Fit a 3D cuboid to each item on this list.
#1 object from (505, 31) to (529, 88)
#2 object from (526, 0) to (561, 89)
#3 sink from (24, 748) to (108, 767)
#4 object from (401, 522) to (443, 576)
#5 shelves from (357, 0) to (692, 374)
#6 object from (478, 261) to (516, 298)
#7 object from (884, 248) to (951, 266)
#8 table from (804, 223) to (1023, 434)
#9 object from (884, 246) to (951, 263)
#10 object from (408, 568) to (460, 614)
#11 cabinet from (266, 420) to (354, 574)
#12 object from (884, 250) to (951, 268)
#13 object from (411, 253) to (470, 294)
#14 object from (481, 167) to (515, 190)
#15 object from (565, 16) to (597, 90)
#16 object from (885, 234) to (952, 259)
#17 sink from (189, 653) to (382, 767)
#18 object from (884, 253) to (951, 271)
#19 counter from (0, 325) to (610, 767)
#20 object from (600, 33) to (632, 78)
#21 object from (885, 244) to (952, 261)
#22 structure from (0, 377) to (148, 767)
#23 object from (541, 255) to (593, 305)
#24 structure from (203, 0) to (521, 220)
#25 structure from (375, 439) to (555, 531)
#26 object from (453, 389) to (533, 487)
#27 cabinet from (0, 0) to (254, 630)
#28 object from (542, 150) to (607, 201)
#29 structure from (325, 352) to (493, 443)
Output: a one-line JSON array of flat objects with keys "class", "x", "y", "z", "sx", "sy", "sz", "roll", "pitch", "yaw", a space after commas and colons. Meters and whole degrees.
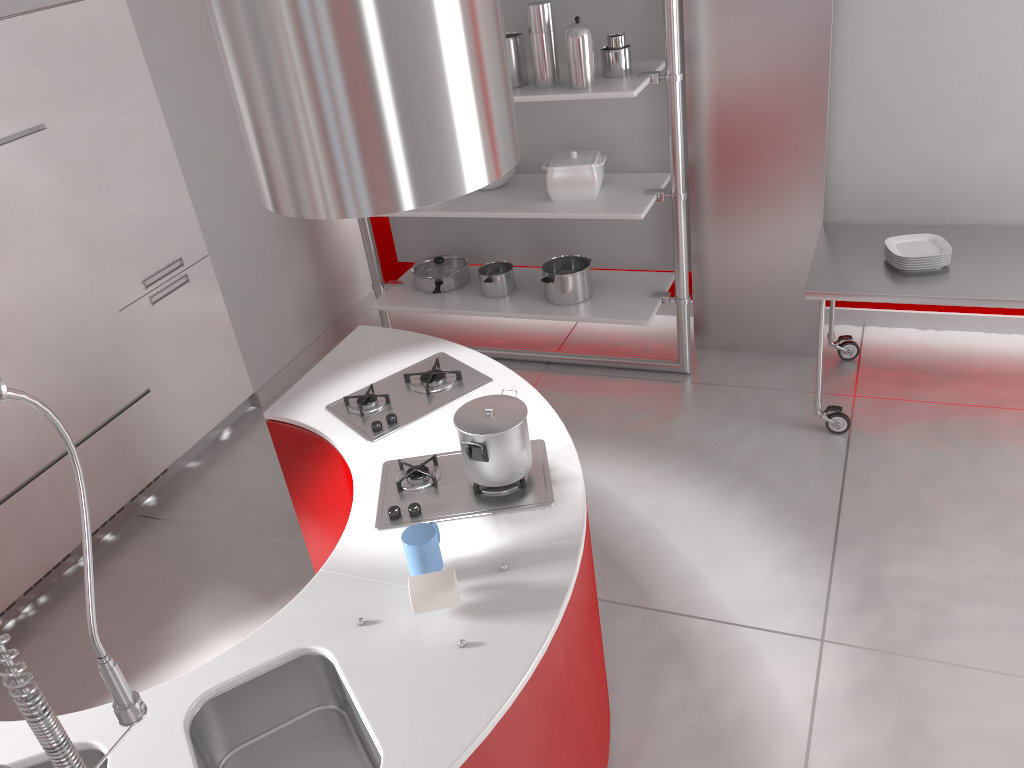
[{"class": "object", "x": -0.030, "y": -1.402, "z": 3.844, "sx": 0.184, "sy": 0.205, "sz": 0.172, "roll": 8, "pitch": 34, "yaw": 27}, {"class": "object", "x": 0.132, "y": -1.415, "z": 3.702, "sx": 0.109, "sy": 0.329, "sz": 0.110, "roll": 4, "pitch": 32, "yaw": 21}, {"class": "sink", "x": -0.878, "y": 0.920, "z": 1.628, "sx": 0.326, "sy": 0.172, "sz": 0.428, "roll": -15, "pitch": 31, "yaw": -11}, {"class": "object", "x": -0.205, "y": 0.373, "z": 2.033, "sx": 0.080, "sy": 0.100, "sz": 0.109, "roll": -9, "pitch": 30, "yaw": -1}, {"class": "shelves", "x": -0.079, "y": -1.237, "z": 4.047, "sx": 1.735, "sy": 2.599, "sz": 0.535, "roll": 5, "pitch": 33, "yaw": 23}, {"class": "object", "x": -0.075, "y": -0.528, "z": 4.483, "sx": 0.182, "sy": 0.122, "sz": 0.196, "roll": -17, "pitch": 31, "yaw": -14}, {"class": "object", "x": 1.616, "y": -0.517, "z": 3.542, "sx": 0.228, "sy": 0.020, "sz": 0.228, "roll": -5, "pitch": 30, "yaw": 7}, {"class": "table", "x": 2.061, "y": -0.187, "z": 3.602, "sx": 1.627, "sy": 0.682, "sz": 0.749, "roll": 6, "pitch": 33, "yaw": 23}, {"class": "object", "x": 1.615, "y": -0.525, "z": 3.536, "sx": 0.228, "sy": 0.020, "sz": 0.228, "roll": -5, "pitch": 30, "yaw": 7}, {"class": "object", "x": -0.170, "y": 0.440, "z": 1.927, "sx": 0.100, "sy": 0.080, "sz": 0.109, "roll": -11, "pitch": 30, "yaw": -3}, {"class": "cabinet", "x": -1.225, "y": 0.883, "z": 2.385, "sx": 1.875, "sy": 0.761, "sz": 1.025, "roll": -18, "pitch": 31, "yaw": -16}, {"class": "object", "x": 1.618, "y": -0.508, "z": 3.547, "sx": 0.228, "sy": 0.020, "sz": 0.228, "roll": -5, "pitch": 30, "yaw": 7}, {"class": "object", "x": -0.401, "y": -0.578, "z": 4.645, "sx": 0.308, "sy": 0.130, "sz": 0.407, "roll": 10, "pitch": 35, "yaw": 29}, {"class": "object", "x": -0.114, "y": -0.998, "z": 4.329, "sx": 0.272, "sy": 0.072, "sz": 0.272, "roll": -14, "pitch": 30, "yaw": -8}, {"class": "object", "x": 0.278, "y": -1.352, "z": 3.611, "sx": 0.115, "sy": 0.274, "sz": 0.115, "roll": 1, "pitch": 32, "yaw": 16}, {"class": "object", "x": 1.612, "y": -0.543, "z": 3.526, "sx": 0.228, "sy": 0.020, "sz": 0.228, "roll": -5, "pitch": 30, "yaw": 7}, {"class": "sink", "x": -0.434, "y": 0.772, "z": 1.763, "sx": 0.326, "sy": 0.172, "sz": 0.428, "roll": -22, "pitch": 33, "yaw": -21}, {"class": "object", "x": 1.619, "y": -0.499, "z": 3.552, "sx": 0.228, "sy": 0.020, "sz": 0.228, "roll": -5, "pitch": 30, "yaw": 7}, {"class": "counter", "x": -0.988, "y": 0.954, "z": 2.266, "sx": 2.865, "sy": 0.880, "sz": 1.868, "roll": -25, "pitch": 34, "yaw": -26}, {"class": "object", "x": 0.440, "y": -1.391, "z": 3.750, "sx": 0.127, "sy": 0.157, "sz": 0.127, "roll": 12, "pitch": 36, "yaw": 31}, {"class": "object", "x": 1.614, "y": -0.534, "z": 3.531, "sx": 0.228, "sy": 0.020, "sz": 0.228, "roll": -5, "pitch": 30, "yaw": 7}, {"class": "structure", "x": -0.682, "y": 0.426, "z": 1.290, "sx": 0.308, "sy": 0.920, "sz": 0.178, "roll": -19, "pitch": 32, "yaw": -17}, {"class": "object", "x": 0.271, "y": -0.507, "z": 4.316, "sx": 0.240, "sy": 0.161, "sz": 0.259, "roll": -4, "pitch": 30, "yaw": 8}, {"class": "structure", "x": -0.361, "y": -0.928, "z": 1.951, "sx": 0.644, "sy": 0.958, "sz": 0.644, "roll": -13, "pitch": 30, "yaw": -6}, {"class": "structure", "x": -0.129, "y": 0.246, "z": 2.331, "sx": 0.457, "sy": 0.037, "sz": 0.303, "roll": -8, "pitch": 30, "yaw": 1}, {"class": "object", "x": -0.045, "y": 0.139, "z": 2.271, "sx": 0.189, "sy": 0.185, "sz": 0.218, "roll": -15, "pitch": 31, "yaw": -10}, {"class": "cabinet", "x": -2.181, "y": -0.154, "z": 3.326, "sx": 0.614, "sy": 2.026, "sz": 2.398, "roll": 5, "pitch": 33, "yaw": 23}, {"class": "object", "x": 0.288, "y": -0.965, "z": 4.043, "sx": 0.282, "sy": 0.197, "sz": 0.235, "roll": 0, "pitch": 31, "yaw": 14}, {"class": "structure", "x": -0.325, "y": 0.017, "z": 2.773, "sx": 0.457, "sy": 0.037, "sz": 0.303, "roll": -27, "pitch": 35, "yaw": -29}]
